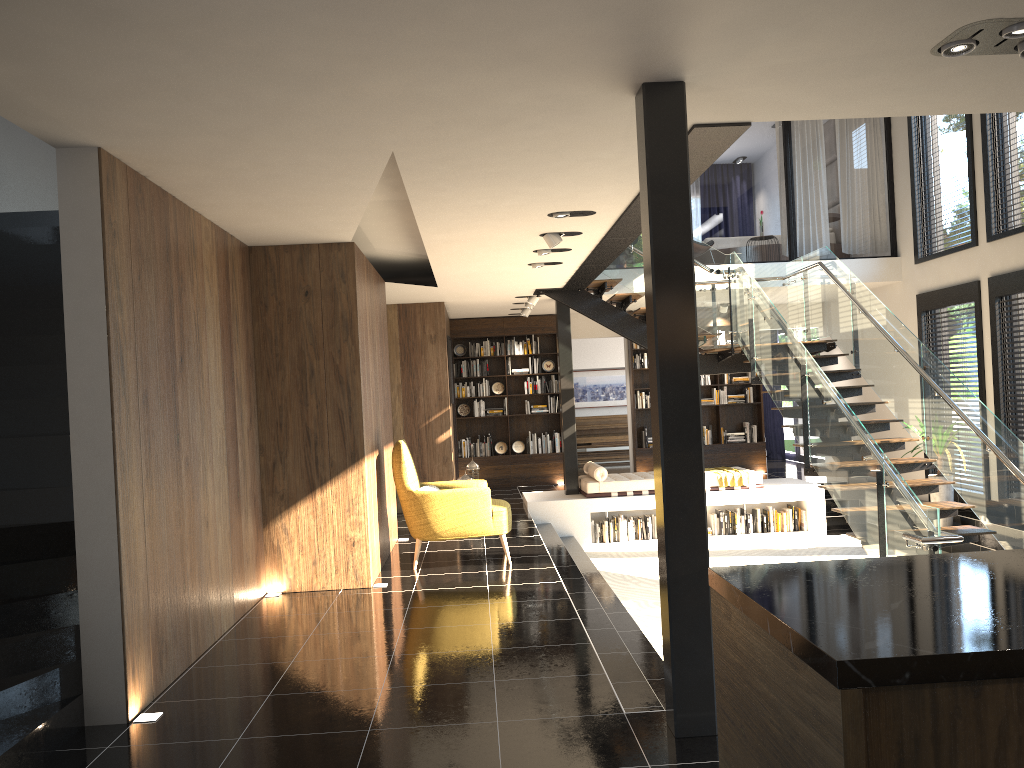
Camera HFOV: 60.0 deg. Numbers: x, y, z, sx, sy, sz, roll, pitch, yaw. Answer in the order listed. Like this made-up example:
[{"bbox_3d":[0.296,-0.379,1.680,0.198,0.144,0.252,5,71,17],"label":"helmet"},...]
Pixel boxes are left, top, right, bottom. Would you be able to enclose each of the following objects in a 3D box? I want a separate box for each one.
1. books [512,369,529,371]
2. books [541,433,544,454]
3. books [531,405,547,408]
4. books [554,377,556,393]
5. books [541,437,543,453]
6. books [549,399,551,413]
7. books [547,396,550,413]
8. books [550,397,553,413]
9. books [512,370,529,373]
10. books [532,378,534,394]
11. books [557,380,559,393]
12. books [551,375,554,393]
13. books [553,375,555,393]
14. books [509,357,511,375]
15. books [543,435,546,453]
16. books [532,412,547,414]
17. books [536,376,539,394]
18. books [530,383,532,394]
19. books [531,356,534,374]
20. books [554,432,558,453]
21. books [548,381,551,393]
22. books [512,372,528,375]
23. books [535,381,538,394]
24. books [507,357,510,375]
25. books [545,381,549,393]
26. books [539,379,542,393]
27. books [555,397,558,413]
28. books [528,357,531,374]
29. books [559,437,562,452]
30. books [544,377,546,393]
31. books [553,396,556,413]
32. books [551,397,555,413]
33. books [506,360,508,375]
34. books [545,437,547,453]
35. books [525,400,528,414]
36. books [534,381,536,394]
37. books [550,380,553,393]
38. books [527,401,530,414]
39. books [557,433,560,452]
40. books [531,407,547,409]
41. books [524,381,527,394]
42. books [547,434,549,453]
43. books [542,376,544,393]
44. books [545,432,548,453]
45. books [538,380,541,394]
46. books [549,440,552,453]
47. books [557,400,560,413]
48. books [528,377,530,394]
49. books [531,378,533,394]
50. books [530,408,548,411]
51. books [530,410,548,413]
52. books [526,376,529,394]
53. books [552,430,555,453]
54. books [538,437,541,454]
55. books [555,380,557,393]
[{"bbox_3d":[0.126,-0.225,14.119,0.264,0.021,0.189,-3,-1,-4],"label":"books"},{"bbox_3d":[0.486,0.937,14.071,0.012,0.322,0.177,-3,0,-2],"label":"books"},{"bbox_3d":[0.426,0.357,14.113,0.239,0.031,0.146,-3,-1,-2],"label":"books"},{"bbox_3d":[0.676,0.017,14.079,0.018,0.246,0.144,-3,0,-3],"label":"books"},{"bbox_3d":[0.468,0.969,14.095,0.025,0.260,0.114,-3,0,-2],"label":"books"},{"bbox_3d":[0.602,0.349,14.115,0.024,0.226,0.141,-3,0,-3],"label":"books"},{"bbox_3d":[0.583,0.323,14.091,0.014,0.279,0.202,-3,0,-2],"label":"books"},{"bbox_3d":[0.622,0.337,14.083,0.014,0.246,0.192,-3,0,-2],"label":"books"},{"bbox_3d":[0.128,-0.200,14.110,0.266,0.030,0.209,-3,-1,-2],"label":"books"},{"bbox_3d":[0.329,0.030,14.044,0.021,0.253,0.167,-3,0,-2],"label":"books"},{"bbox_3d":[0.723,0.039,14.058,0.026,0.196,0.170,-3,0,-2],"label":"books"},{"bbox_3d":[0.641,0.003,14.074,0.018,0.278,0.114,-3,0,-3],"label":"books"},{"bbox_3d":[0.659,0.001,14.056,0.016,0.278,0.202,-3,0,-2],"label":"books"},{"bbox_3d":[-0.034,-0.283,14.093,0.016,0.278,0.209,-3,0,-2],"label":"books"},{"bbox_3d":[0.507,0.953,14.076,0.029,0.286,0.138,-3,0,-2],"label":"books"},{"bbox_3d":[0.432,0.460,14.101,0.245,0.021,0.159,-3,-1,0],"label":"books"},{"bbox_3d":[0.406,0.013,14.061,0.020,0.281,0.153,-3,0,-2],"label":"books"},{"bbox_3d":[0.293,0.069,14.058,0.028,0.180,0.130,-3,0,-2],"label":"books"},{"bbox_3d":[0.321,-0.305,14.087,0.049,0.286,0.259,-3,0,-2],"label":"books"},{"bbox_3d":[0.703,0.930,14.089,0.035,0.314,0.168,-3,0,-2],"label":"books"},{"bbox_3d":[0.600,0.049,14.076,0.026,0.190,0.121,-3,0,-2],"label":"books"},{"bbox_3d":[0.129,-0.168,14.123,0.239,0.033,0.176,-3,-1,-5],"label":"books"},{"bbox_3d":[0.383,0.057,14.039,0.032,0.195,0.183,-3,0,-2],"label":"books"},{"bbox_3d":[-0.056,-0.282,14.087,0.027,0.279,0.166,-3,0,-2],"label":"books"},{"bbox_3d":[0.557,0.048,14.083,0.060,0.196,0.119,-3,0,-3],"label":"books"},{"bbox_3d":[0.458,0.032,14.076,0.030,0.239,0.146,-3,0,-2],"label":"books"},{"bbox_3d":[0.705,0.329,14.077,0.047,0.253,0.210,-3,0,-3],"label":"books"},{"bbox_3d":[0.285,-0.292,14.102,0.023,0.264,0.218,-3,0,-2],"label":"books"},{"bbox_3d":[0.765,0.960,14.095,0.029,0.247,0.139,-3,0,-2],"label":"books"},{"bbox_3d":[0.518,0.017,14.056,0.016,0.262,0.155,-3,0,-2],"label":"books"},{"bbox_3d":[0.674,0.324,14.080,0.013,0.267,0.177,-3,0,-2],"label":"books"},{"bbox_3d":[0.646,0.331,14.126,0.038,0.257,0.138,-3,0,-2],"label":"books"},{"bbox_3d":[-0.083,-0.262,14.112,0.028,0.242,0.194,-3,0,-2],"label":"books"},{"bbox_3d":[0.533,0.970,14.092,0.022,0.250,0.144,-3,0,-2],"label":"books"},{"bbox_3d":[0.227,0.368,14.098,0.028,0.224,0.161,-3,0,-2],"label":"books"},{"bbox_3d":[0.353,0.056,14.067,0.026,0.200,0.154,-3,0,-2],"label":"books"},{"bbox_3d":[0.624,0.038,14.058,0.020,0.209,0.147,-3,0,-2],"label":"books"},{"bbox_3d":[0.261,0.375,14.071,0.036,0.206,0.215,-3,0,-3],"label":"books"},{"bbox_3d":[0.736,0.932,14.083,0.029,0.306,0.149,-3,0,-2],"label":"books"},{"bbox_3d":[0.428,0.382,14.105,0.266,0.019,0.157,-3,-1,-1],"label":"books"},{"bbox_3d":[0.216,0.058,14.075,0.033,0.211,0.132,-3,0,-2],"label":"books"},{"bbox_3d":[0.569,0.947,14.075,0.018,0.292,0.191,-3,0,-2],"label":"books"},{"bbox_3d":[0.491,0.011,14.061,0.037,0.277,0.179,-3,0,-2],"label":"books"},{"bbox_3d":[0.551,0.928,14.074,0.016,0.332,0.195,-3,0,-2],"label":"books"},{"bbox_3d":[0.431,0.042,14.051,0.027,0.219,0.139,-3,0,-2],"label":"books"},{"bbox_3d":[0.607,0.994,14.107,0.032,0.195,0.134,-3,0,-2],"label":"books"},{"bbox_3d":[0.739,0.353,14.107,0.021,0.204,0.169,-3,0,-2],"label":"books"},{"bbox_3d":[0.267,0.024,14.052,0.019,0.272,0.175,-3,0,-2],"label":"books"},{"bbox_3d":[0.312,0.032,14.052,0.014,0.253,0.169,-3,0,-2],"label":"books"},{"bbox_3d":[0.430,0.406,14.099,0.263,0.030,0.159,-3,-1,-5],"label":"books"},{"bbox_3d":[0.431,0.435,14.090,0.271,0.028,0.174,-3,-1,-7],"label":"books"},{"bbox_3d":[0.244,0.021,14.069,0.025,0.280,0.145,-3,0,-2],"label":"books"},{"bbox_3d":[0.653,0.912,14.082,0.065,0.354,0.164,-3,0,-3],"label":"books"},{"bbox_3d":[0.437,0.972,14.080,0.037,0.255,0.145,-3,0,-2],"label":"books"},{"bbox_3d":[0.698,0.039,14.073,0.023,0.200,0.121,-3,0,-3],"label":"books"}]
